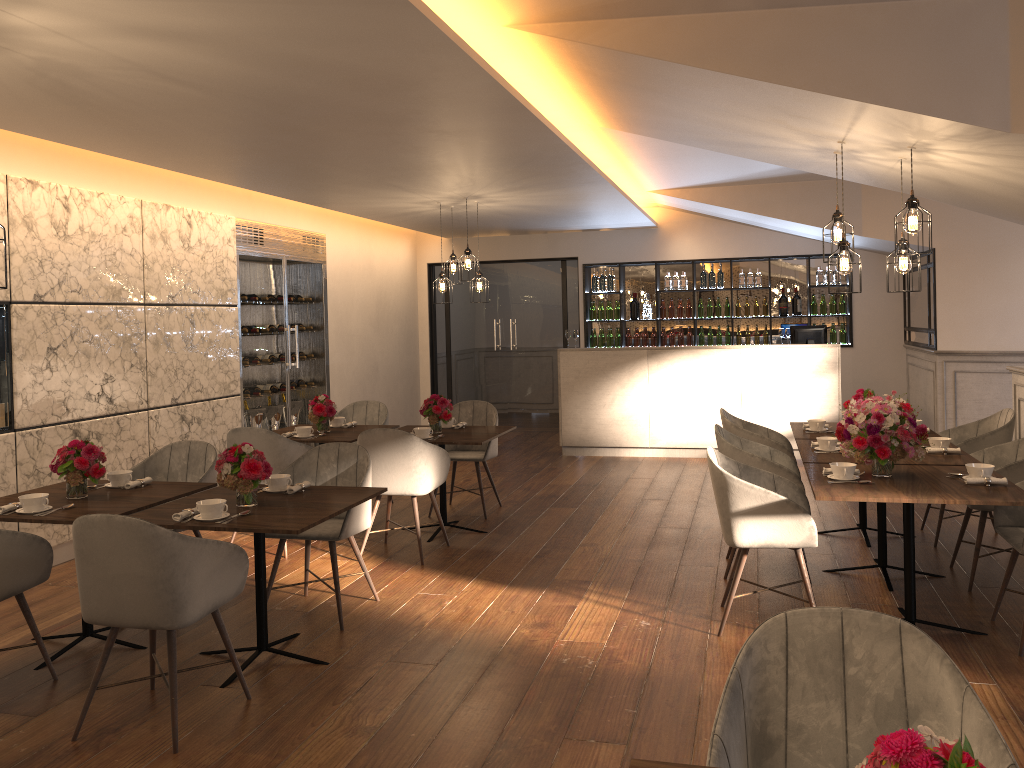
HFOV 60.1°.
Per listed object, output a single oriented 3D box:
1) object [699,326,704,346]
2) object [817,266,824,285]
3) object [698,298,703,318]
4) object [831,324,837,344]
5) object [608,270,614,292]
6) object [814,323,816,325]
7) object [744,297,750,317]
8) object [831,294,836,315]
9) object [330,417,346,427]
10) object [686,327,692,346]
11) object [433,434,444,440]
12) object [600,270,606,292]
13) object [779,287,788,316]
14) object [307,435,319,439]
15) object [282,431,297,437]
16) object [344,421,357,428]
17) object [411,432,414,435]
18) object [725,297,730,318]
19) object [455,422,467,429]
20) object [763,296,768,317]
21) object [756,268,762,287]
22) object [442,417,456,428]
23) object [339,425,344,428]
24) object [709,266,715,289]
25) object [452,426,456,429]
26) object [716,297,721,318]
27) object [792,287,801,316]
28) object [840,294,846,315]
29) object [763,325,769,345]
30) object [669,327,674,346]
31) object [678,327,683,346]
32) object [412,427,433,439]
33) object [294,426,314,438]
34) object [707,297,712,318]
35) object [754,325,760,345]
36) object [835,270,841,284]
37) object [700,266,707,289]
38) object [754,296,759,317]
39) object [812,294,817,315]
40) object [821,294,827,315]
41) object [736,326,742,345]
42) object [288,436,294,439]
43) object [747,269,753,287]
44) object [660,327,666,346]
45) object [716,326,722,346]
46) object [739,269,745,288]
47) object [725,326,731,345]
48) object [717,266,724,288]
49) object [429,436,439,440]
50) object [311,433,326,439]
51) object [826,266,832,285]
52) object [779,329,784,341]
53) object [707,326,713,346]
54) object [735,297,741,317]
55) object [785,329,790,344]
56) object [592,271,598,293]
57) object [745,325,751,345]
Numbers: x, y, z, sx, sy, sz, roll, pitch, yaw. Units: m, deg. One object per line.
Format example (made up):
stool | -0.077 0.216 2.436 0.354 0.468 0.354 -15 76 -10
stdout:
object | 2.413 -0.608 11.296 0.065 0.261 0.066 -2 1 -6
object | 3.788 -1.332 10.874 0.070 0.235 0.041 -1 1 15
object | 2.404 -0.970 11.291 0.065 0.261 0.066 -2 1 -6
object | 3.955 -0.616 10.877 0.065 0.261 0.066 -2 1 -6
object | 1.285 -1.356 11.554 0.075 0.310 0.075 -2 1 -28
object | 3.742 -0.616 10.935 0.065 0.263 0.066 -2 1 -6
object | 2.959 -0.973 11.140 0.065 0.261 0.066 -2 1 -6
object | 3.946 -0.979 10.871 0.065 0.261 0.066 -2 1 -6
object | -1.385 0.303 7.018 0.148 0.072 0.148 1 4 38
object | 2.268 -0.607 11.336 0.065 0.261 0.066 -2 1 -6
object | -0.509 0.371 6.169 0.043 0.015 0.198 -1 4 11
object | 1.184 -1.356 11.582 0.075 0.310 0.075 -2 1 -32
object | 3.375 -1.022 11.003 0.104 0.359 0.104 -2 1 -23
object | -1.427 0.382 6.427 0.022 0.004 0.211 0 4 15
object | -1.620 0.367 6.451 0.056 0.039 0.176 -1 4 15
object | -1.275 0.319 6.989 0.056 0.039 0.176 -1 4 15
object | -0.734 0.362 6.210 0.056 0.039 0.176 -1 4 15
object | 2.724 -0.973 11.204 0.065 0.263 0.066 -2 1 -6
object | -0.389 0.314 6.747 0.056 0.039 0.176 -1 4 15
object | 3.172 -0.974 11.082 0.065 0.261 0.066 -2 1 -6
object | 3.083 -1.328 11.067 0.070 0.235 0.041 -1 1 15
object | -0.499 0.298 6.777 0.148 0.072 0.148 1 4 38
object | -1.311 0.327 6.988 0.025 0.024 0.193 -1 4 15
object | 2.532 -1.363 11.215 0.075 0.310 0.075 -1 1 26
object | -0.424 0.322 6.747 0.025 0.024 0.193 -1 4 15
object | 2.617 -0.972 11.233 0.065 0.263 0.066 -2 1 -6
object | 3.525 -1.024 10.958 0.104 0.359 0.104 0 1 43
object | 4.053 -0.979 10.842 0.065 0.261 0.066 -2 1 -6
object | 3.182 -0.612 11.087 0.065 0.261 0.066 -2 1 -6
object | 2.054 -0.606 11.394 0.065 0.261 0.066 -2 1 -6
object | 2.161 -0.606 11.365 0.065 0.261 0.066 -2 1 -6
object | -0.624 0.345 6.180 0.148 0.072 0.148 -4 4 -32
object | -1.510 0.350 6.421 0.148 0.072 0.148 -4 4 -32
object | 2.511 -0.971 11.262 0.065 0.263 0.066 -2 1 -6
object | 3.075 -0.611 11.116 0.065 0.261 0.066 -2 1 -6
object | 3.983 -1.333 10.822 0.070 0.235 0.041 -1 1 15
object | 2.431 -1.363 11.242 0.075 0.310 0.075 -2 1 -42
object | 3.066 -0.974 11.111 0.065 0.261 0.066 -2 1 -6
object | 3.733 -0.978 10.929 0.065 0.263 0.066 -2 1 -6
object | 3.839 -0.978 10.900 0.065 0.261 0.066 -2 1 -6
object | 2.862 -0.610 11.174 0.065 0.261 0.066 -2 1 -6
object | -1.584 0.373 6.452 0.025 0.024 0.193 -1 4 15
object | 2.986 -1.328 11.093 0.070 0.235 0.041 -1 1 15
object | 1.948 -0.605 11.423 0.065 0.261 0.066 -2 1 -6
object | 2.627 -0.609 11.238 0.065 0.261 0.066 -2 1 -6
object | 2.889 -1.327 11.119 0.070 0.235 0.041 -1 1 15
object | 2.733 -0.609 11.209 0.065 0.261 0.066 -2 1 -6
object | 2.633 -1.364 11.188 0.075 0.310 0.075 -1 1 26
object | -0.541 0.377 6.185 0.022 0.004 0.211 0 4 15
object | -1.403 0.376 6.413 0.043 0.015 0.198 0 4 19
object | 3.886 -1.333 10.848 0.070 0.235 0.041 -1 1 15
object | 3.362 -0.584 11.039 0.065 0.207 0.065 -2 1 -29
object | 2.520 -0.608 11.267 0.065 0.261 0.066 -2 1 -6
object | 2.852 -0.972 11.169 0.065 0.261 0.066 -2 1 -6
object | 3.438 -0.585 11.018 0.065 0.207 0.065 -2 1 -29
object | 1.084 -1.355 11.609 0.075 0.310 0.075 -1 1 40
object | 2.968 -0.611 11.145 0.065 0.261 0.066 -2 1 -6
